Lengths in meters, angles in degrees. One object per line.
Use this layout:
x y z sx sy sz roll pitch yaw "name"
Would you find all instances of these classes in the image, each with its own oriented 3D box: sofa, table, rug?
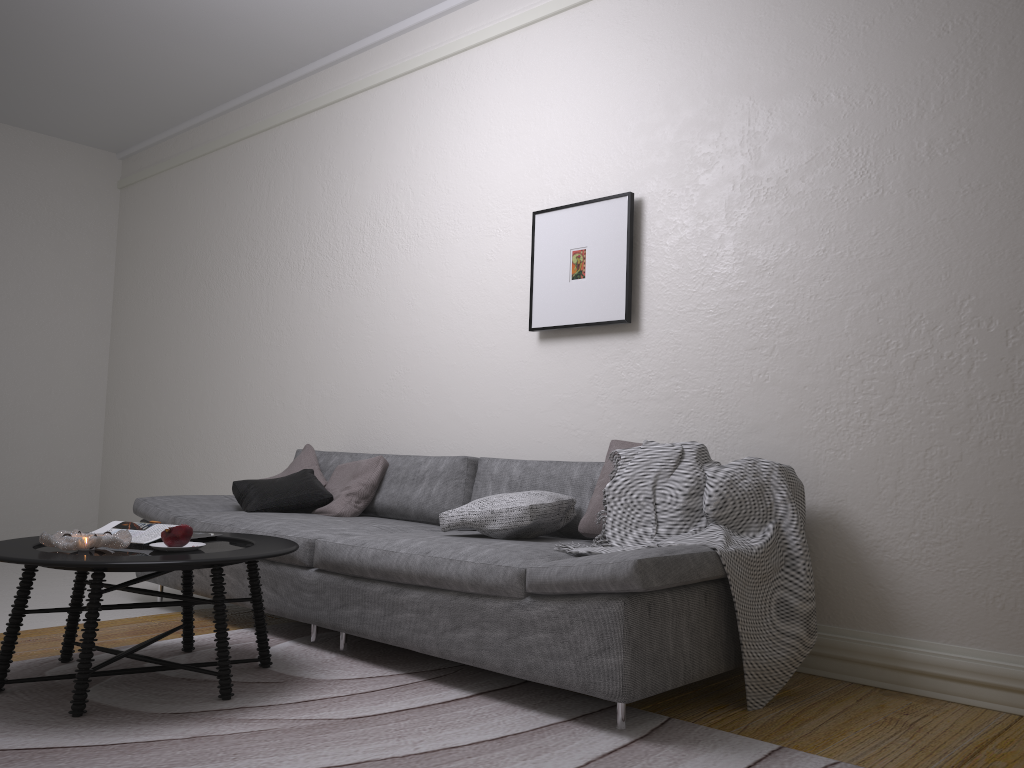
-0.400 0.683 3.762 2.996 0.772 1.125 -2 -6 42 "sofa"
-1.188 0.743 2.860 0.925 0.449 0.962 -2 -6 40 "table"
-0.262 0.910 1.932 3.633 0.008 1.990 -2 -6 42 "rug"

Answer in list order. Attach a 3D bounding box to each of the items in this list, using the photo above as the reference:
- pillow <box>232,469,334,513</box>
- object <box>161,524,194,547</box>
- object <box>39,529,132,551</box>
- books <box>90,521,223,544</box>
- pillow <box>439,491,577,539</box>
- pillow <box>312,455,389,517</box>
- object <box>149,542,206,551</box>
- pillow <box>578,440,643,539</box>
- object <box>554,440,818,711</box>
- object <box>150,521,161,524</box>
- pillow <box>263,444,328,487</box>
-1.123 0.551 4.329 0.428 0.268 0.395 4 -5 -27 "pillow"
-1.062 0.485 2.824 0.111 0.082 0.087 3 -4 -13 "object"
-1.319 0.483 2.746 0.258 0.062 0.249 5 -6 -40 "object"
-1.260 0.510 3.094 0.301 0.048 0.377 0 -5 21 "books"
-0.011 0.504 3.397 0.398 0.194 0.412 -1 -5 29 "pillow"
-0.840 0.506 4.369 0.414 0.318 0.344 -2 -6 42 "pillow"
-1.068 0.520 2.832 0.168 0.015 0.167 2 -4 -2 "object"
0.472 0.399 3.252 0.418 0.390 0.247 -2 -6 43 "pillow"
0.588 0.621 2.993 0.879 0.866 0.623 1 -4 8 "object"
-1.312 0.519 3.245 0.119 0.036 0.120 1 -4 4 "object"
-1.167 0.535 4.644 0.358 0.448 0.471 4 -5 -26 "pillow"
